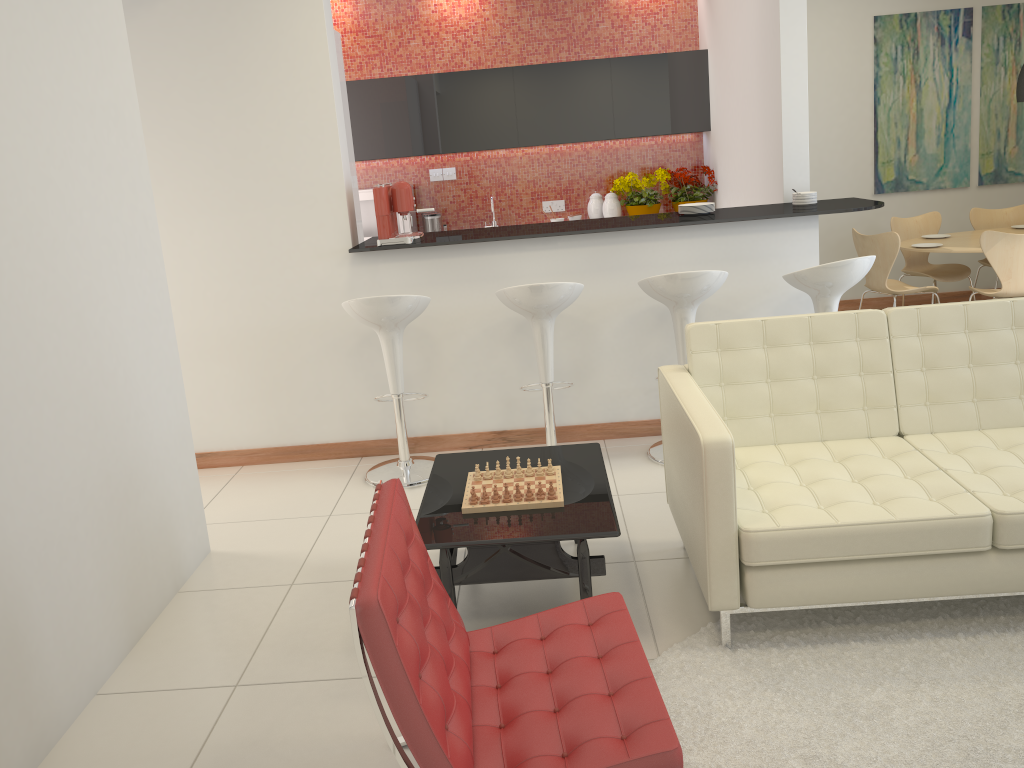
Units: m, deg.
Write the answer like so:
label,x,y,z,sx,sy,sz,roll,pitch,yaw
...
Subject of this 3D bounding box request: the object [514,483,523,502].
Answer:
label,x,y,z,sx,sy,sz,roll,pitch,yaw
object,0.020,0.383,3.142,0.030,0.063,0.030,-3,12,10

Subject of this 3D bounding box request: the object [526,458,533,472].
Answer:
label,x,y,z,sx,sy,sz,roll,pitch,yaw
object,0.066,0.312,3.416,0.030,0.054,0.030,-3,12,10

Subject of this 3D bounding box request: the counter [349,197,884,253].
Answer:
label,x,y,z,sx,sy,sz,roll,pitch,yaw
counter,0.601,-0.923,5.093,2.963,0.019,0.745,-4,15,2

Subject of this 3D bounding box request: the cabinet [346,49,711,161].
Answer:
label,x,y,z,sx,sy,sz,roll,pitch,yaw
cabinet,0.034,-2.359,7.574,3.241,0.652,0.356,-4,12,2

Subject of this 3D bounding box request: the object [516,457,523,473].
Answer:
label,x,y,z,sx,sy,sz,roll,pitch,yaw
object,0.026,0.311,3.416,0.030,0.063,0.030,-3,12,10

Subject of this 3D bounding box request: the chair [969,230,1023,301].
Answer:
label,x,y,z,sx,sy,sz,roll,pitch,yaw
chair,3.385,-0.625,6.013,0.521,0.896,0.522,-3,12,9

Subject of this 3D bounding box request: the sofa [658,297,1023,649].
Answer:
label,x,y,z,sx,sy,sz,roll,pitch,yaw
sofa,1.891,0.218,3.194,2.564,0.912,1.013,-4,13,2

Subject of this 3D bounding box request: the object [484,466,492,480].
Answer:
label,x,y,z,sx,sy,sz,roll,pitch,yaw
object,-0.094,0.337,3.383,0.030,0.049,0.030,-3,13,10

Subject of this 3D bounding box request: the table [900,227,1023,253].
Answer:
label,x,y,z,sx,sy,sz,roll,pitch,yaw
table,4.058,-0.756,6.638,2.261,0.721,1.296,-4,14,3

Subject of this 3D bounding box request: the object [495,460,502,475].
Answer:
label,x,y,z,sx,sy,sz,roll,pitch,yaw
object,-0.053,0.321,3.420,0.030,0.054,0.030,-3,12,10

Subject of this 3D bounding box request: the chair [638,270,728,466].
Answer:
label,x,y,z,sx,sy,sz,roll,pitch,yaw
chair,0.910,-0.112,4.620,0.457,1.009,0.470,-2,12,13

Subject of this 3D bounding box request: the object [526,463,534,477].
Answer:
label,x,y,z,sx,sy,sz,roll,pitch,yaw
object,0.066,0.325,3.377,0.030,0.049,0.030,-3,13,10

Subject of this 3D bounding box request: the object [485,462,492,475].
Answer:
label,x,y,z,sx,sy,sz,roll,pitch,yaw
object,-0.093,0.326,3.422,0.030,0.052,0.030,-6,12,-5

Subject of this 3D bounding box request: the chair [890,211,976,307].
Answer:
label,x,y,z,sx,sy,sz,roll,pitch,yaw
chair,3.344,-0.891,7.049,0.523,0.896,0.520,-9,13,-18

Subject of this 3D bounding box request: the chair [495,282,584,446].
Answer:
label,x,y,z,sx,sy,sz,roll,pitch,yaw
chair,0.182,-0.057,4.647,0.457,1.009,0.470,-2,12,13

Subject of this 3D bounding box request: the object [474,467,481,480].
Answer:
label,x,y,z,sx,sy,sz,roll,pitch,yaw
object,-0.134,0.340,3.384,0.030,0.049,0.030,-3,13,10

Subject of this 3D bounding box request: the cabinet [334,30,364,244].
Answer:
label,x,y,z,sx,sy,sz,roll,pitch,yaw
cabinet,-1.859,-0.908,5.620,1.637,2.495,1.070,-4,12,2

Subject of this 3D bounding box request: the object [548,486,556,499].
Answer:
label,x,y,z,sx,sy,sz,roll,pitch,yaw
object,0.141,0.384,3.139,0.030,0.043,0.030,-3,13,10

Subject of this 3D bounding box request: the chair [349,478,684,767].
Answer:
label,x,y,z,sx,sy,sz,roll,pitch,yaw
chair,-0.009,0.705,2.174,0.706,0.807,0.708,-5,13,-3

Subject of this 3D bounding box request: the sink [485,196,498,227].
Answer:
label,x,y,z,sx,sy,sz,roll,pitch,yaw
sink,-0.144,-1.365,7.714,0.808,0.531,0.422,-4,13,2

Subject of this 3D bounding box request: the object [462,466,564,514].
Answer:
label,x,y,z,sx,sy,sz,roll,pitch,yaw
object,0.007,0.388,3.288,0.360,0.021,0.365,-4,15,2

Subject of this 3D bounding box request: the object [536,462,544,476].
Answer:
label,x,y,z,sx,sy,sz,roll,pitch,yaw
object,0.105,0.322,3.375,0.030,0.049,0.030,-3,13,10

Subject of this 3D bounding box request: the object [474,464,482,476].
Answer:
label,x,y,z,sx,sy,sz,roll,pitch,yaw
object,-0.133,0.333,3.424,0.030,0.043,0.030,-3,13,10

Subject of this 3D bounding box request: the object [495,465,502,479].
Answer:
label,x,y,z,sx,sy,sz,roll,pitch,yaw
object,-0.054,0.334,3.381,0.030,0.049,0.030,-3,13,10

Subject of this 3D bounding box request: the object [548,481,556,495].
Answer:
label,x,y,z,sx,sy,sz,roll,pitch,yaw
object,0.141,0.371,3.178,0.030,0.049,0.030,-3,13,10

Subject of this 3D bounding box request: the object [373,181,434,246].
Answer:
label,x,y,z,sx,sy,sz,roll,pitch,yaw
object,-0.585,-0.963,4.933,0.320,0.333,0.325,-4,13,2

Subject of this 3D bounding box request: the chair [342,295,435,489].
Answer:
label,x,y,z,sx,sy,sz,roll,pitch,yaw
chair,-0.609,0.002,4.676,0.457,1.009,0.470,-2,12,13

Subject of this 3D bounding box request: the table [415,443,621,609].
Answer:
label,x,y,z,sx,sy,sz,roll,pitch,yaw
table,0.031,0.592,3.366,0.700,0.417,0.928,-4,14,2

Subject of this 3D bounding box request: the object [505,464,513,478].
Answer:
label,x,y,z,sx,sy,sz,roll,pitch,yaw
object,-0.014,0.331,3.380,0.030,0.049,0.030,-3,13,10

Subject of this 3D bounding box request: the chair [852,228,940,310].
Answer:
label,x,y,z,sx,sy,sz,roll,pitch,yaw
chair,2.804,-0.692,6.462,0.516,0.896,0.526,-8,13,-13

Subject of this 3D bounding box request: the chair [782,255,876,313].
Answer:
label,x,y,z,sx,sy,sz,roll,pitch,yaw
chair,1.641,-0.168,4.596,0.457,1.009,0.469,-7,12,-11

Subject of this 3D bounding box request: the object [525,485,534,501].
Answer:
label,x,y,z,sx,sy,sz,roll,pitch,yaw
object,0.060,0.384,3.141,0.030,0.054,0.030,-3,12,10

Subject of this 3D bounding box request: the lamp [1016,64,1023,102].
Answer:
label,x,y,z,sx,sy,sz,roll,pitch,yaw
lamp,3.900,-2.773,6.214,0.594,1.476,0.601,-4,12,4

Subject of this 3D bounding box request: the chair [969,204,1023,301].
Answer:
label,x,y,z,sx,sy,sz,roll,pitch,yaw
chair,4.005,-0.965,7.115,0.521,0.896,0.522,-4,12,6

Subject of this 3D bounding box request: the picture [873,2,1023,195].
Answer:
label,x,y,z,sx,sy,sz,roll,pitch,yaw
picture,3.996,-2.465,7.638,1.738,1.490,0.020,-4,12,2

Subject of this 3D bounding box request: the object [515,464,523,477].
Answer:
label,x,y,z,sx,sy,sz,roll,pitch,yaw
object,0.026,0.328,3.378,0.030,0.049,0.030,-3,13,10

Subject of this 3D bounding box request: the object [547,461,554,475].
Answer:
label,x,y,z,sx,sy,sz,roll,pitch,yaw
object,0.145,0.319,3.374,0.030,0.049,0.030,-3,13,10

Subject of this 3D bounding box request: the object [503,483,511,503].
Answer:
label,x,y,z,sx,sy,sz,roll,pitch,yaw
object,-0.020,0.383,3.143,0.030,0.069,0.030,-3,12,10

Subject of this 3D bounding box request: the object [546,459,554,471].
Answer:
label,x,y,z,sx,sy,sz,roll,pitch,yaw
object,0.146,0.312,3.414,0.030,0.043,0.030,-3,13,10

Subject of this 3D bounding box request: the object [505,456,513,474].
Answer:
label,x,y,z,sx,sy,sz,roll,pitch,yaw
object,-0.014,0.311,3.417,0.030,0.069,0.030,-3,12,10

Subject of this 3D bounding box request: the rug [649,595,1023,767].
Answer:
label,x,y,z,sx,sy,sz,roll,pitch,yaw
rug,1.810,0.974,2.136,3.326,0.004,2.475,-4,15,3
